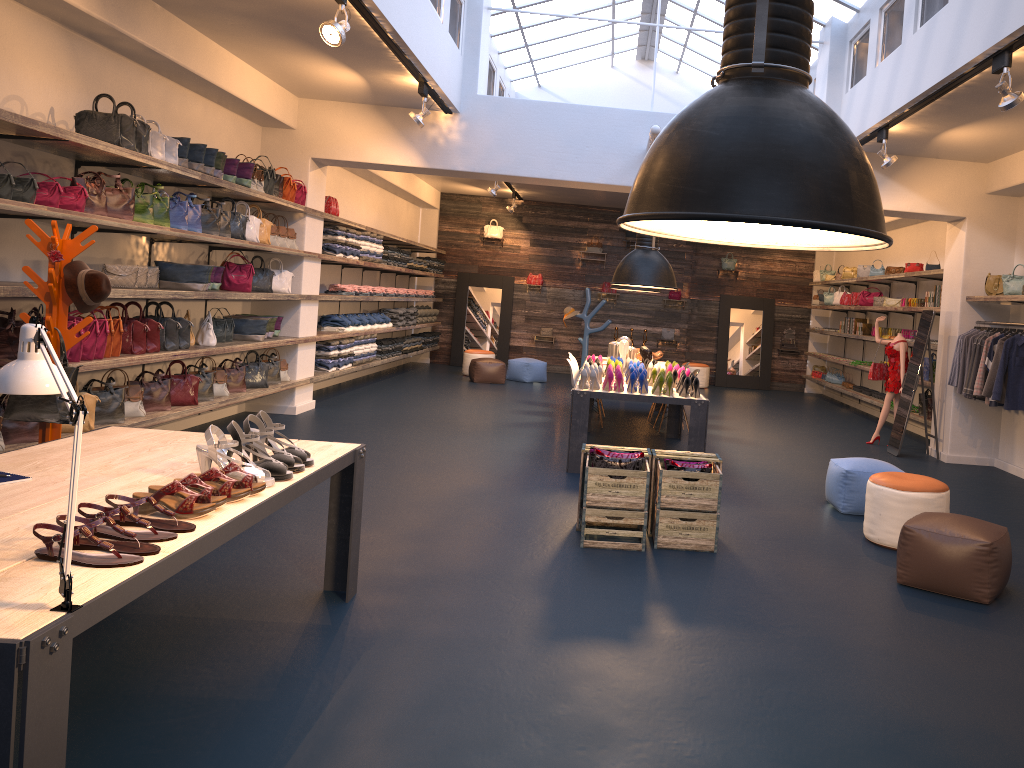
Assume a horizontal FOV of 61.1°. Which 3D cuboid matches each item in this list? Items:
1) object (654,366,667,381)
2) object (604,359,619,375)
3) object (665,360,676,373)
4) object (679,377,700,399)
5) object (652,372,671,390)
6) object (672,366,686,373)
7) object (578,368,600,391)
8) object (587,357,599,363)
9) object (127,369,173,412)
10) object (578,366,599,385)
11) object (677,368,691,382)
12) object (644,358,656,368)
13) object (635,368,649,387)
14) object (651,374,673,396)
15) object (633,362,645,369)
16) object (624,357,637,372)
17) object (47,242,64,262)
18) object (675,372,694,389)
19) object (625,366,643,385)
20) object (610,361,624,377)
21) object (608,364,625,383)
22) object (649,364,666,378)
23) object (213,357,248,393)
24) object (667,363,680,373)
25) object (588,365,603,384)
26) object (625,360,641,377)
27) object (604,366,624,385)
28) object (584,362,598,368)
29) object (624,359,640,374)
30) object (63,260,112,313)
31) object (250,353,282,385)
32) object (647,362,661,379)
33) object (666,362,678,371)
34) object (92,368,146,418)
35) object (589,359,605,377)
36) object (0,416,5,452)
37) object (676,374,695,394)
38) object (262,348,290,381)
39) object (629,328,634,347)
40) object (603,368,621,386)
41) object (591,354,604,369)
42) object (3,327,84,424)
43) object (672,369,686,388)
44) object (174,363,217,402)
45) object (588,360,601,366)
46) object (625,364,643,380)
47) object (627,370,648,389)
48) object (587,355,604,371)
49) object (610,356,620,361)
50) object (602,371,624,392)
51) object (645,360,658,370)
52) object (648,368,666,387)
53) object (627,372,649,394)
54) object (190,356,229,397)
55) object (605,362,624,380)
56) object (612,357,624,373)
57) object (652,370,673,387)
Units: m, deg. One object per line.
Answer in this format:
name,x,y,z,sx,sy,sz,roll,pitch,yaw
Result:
object,1.531,-0.097,9.039,0.202,0.195,0.243,5,4,2
object,1.117,-0.186,9.578,0.200,0.195,0.245,5,4,5
object,1.845,-0.182,10.129,0.202,0.195,0.243,5,4,2
object,1.631,0.024,7.932,0.202,0.195,0.243,5,4,2
object,1.431,-0.019,8.196,0.202,0.195,0.243,5,4,2
object,1.795,-0.104,9.323,0.198,0.195,0.248,5,4,9
object,0.702,-0.047,7.876,0.199,0.195,0.247,5,4,8
object,0.894,-0.202,9.550,0.202,0.195,0.243,5,4,2
object,-2.846,0.050,6.865,0.200,0.338,0.406,7,4,40
object,0.733,-0.074,8.162,0.207,0.195,0.237,4,4,-6
object,1.775,-0.077,9.039,0.204,0.195,0.240,4,4,-1
object,1.610,-0.204,10.152,0.202,0.195,0.243,5,4,2
object,1.244,-0.064,8.484,0.203,0.195,0.241,5,4,0
object,1.383,0.005,7.924,0.206,0.195,0.238,4,4,-5
object,1.349,-0.140,9.313,0.202,0.195,0.243,5,4,2
object,1.400,-0.218,10.118,0.198,0.195,0.247,5,4,9
object,-2.437,-0.704,4.639,0.081,0.112,0.063,4,3,-18
object,1.705,-0.027,8.494,0.202,0.195,0.243,5,4,2
object,1.246,-0.090,8.744,0.202,0.195,0.243,5,4,2
object,1.109,-0.157,9.286,0.202,0.195,0.243,5,4,2
object,1.033,-0.105,8.718,0.197,0.195,0.248,5,4,10
object,1.578,-0.122,9.320,0.202,0.195,0.243,5,4,2
object,-2.686,-0.085,8.318,0.200,0.338,0.406,7,4,40
object,1.779,-0.134,9.604,0.202,0.195,0.243,5,4,2
object,0.791,-0.097,8.440,0.209,0.195,0.234,4,4,-11
object,1.349,-0.168,9.589,0.202,0.195,0.243,5,4,2
object,0.994,-0.082,8.455,0.199,0.195,0.246,5,4,7
object,0.805,-0.127,8.744,0.197,0.195,0.249,5,4,11
object,1.381,-0.192,9.846,0.202,0.195,0.243,5,4,2
object,-2.323,-0.531,4.797,0.180,0.289,0.277,5,3,10
object,-2.575,-0.160,9.151,0.200,0.338,0.407,7,4,43
object,1.556,-0.150,9.577,0.204,0.195,0.240,4,4,-2
object,1.819,-0.157,9.860,0.202,0.195,0.243,5,4,2
object,-2.950,0.068,6.482,0.165,0.366,0.415,6,4,43
object,0.894,-0.175,9.290,0.197,0.195,0.248,5,4,10
object,-3.120,0.211,4.939,0.165,0.366,0.415,6,4,43
object,1.659,-0.002,8.213,0.202,0.195,0.243,5,4,2
object,-2.620,-0.211,9.482,0.165,0.366,0.415,6,4,43
object,1.696,-0.576,12.512,0.128,0.467,0.151,6,2,44
object,0.958,-0.057,8.185,0.202,0.195,0.243,5,4,2
object,0.974,-0.251,10.098,0.205,0.195,0.239,4,4,-4
object,-2.507,-0.043,4.638,0.371,0.523,0.204,5,2,7
object,1.690,-0.057,8.779,0.197,0.195,0.249,5,4,10
object,-2.749,-0.013,7.572,0.200,0.338,0.407,7,4,43
object,0.844,-0.152,9.016,0.204,0.195,0.240,4,4,-2
object,1.290,-0.118,9.052,0.208,0.195,0.243,5,4,2
object,1.198,-0.041,8.223,0.202,0.195,0.243,5,4,2
object,0.933,-0.227,9.827,0.201,0.195,0.251,5,4,14
object,1.198,-0.235,10.118,0.202,0.195,0.243,5,4,2
object,0.930,-0.031,7.900,0.203,0.195,0.241,5,4,-1
object,1.588,-0.176,9.860,0.203,0.195,0.241,5,4,0
object,1.465,-0.072,8.736,0.202,0.195,0.243,5,4,2
object,1.150,-0.016,7.933,0.197,0.195,0.248,5,4,10
object,-2.790,-0.067,7.939,0.165,0.366,0.415,6,4,43
object,1.067,-0.131,8.996,0.202,0.195,0.243,5,4,2
object,1.178,-0.207,9.832,0.206,0.195,0.237,4,4,-6
object,1.478,-0.042,8.455,0.204,0.195,0.240,4,4,-2
